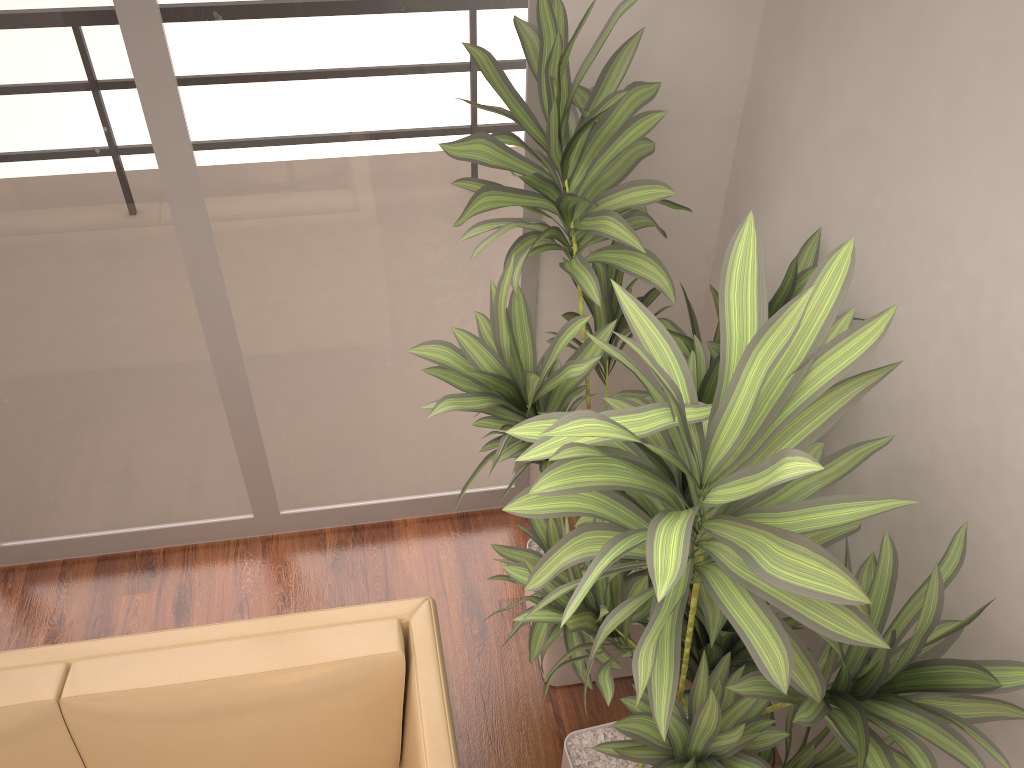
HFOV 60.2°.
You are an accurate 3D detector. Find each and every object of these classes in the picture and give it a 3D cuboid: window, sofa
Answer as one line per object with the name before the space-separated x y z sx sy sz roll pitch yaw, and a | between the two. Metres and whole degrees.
window | -3.923 -0.393 1.911 8.540 3.442 0.059 -6 42 -8
sofa | -1.012 1.198 2.156 1.797 0.879 0.839 -6 42 -8

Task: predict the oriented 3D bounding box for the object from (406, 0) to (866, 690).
object | 0.326 0.103 2.429 1.080 2.208 0.921 6 42 5

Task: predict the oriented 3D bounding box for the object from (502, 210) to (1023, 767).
object | 0.461 0.523 1.957 0.966 2.208 1.029 3 42 1
